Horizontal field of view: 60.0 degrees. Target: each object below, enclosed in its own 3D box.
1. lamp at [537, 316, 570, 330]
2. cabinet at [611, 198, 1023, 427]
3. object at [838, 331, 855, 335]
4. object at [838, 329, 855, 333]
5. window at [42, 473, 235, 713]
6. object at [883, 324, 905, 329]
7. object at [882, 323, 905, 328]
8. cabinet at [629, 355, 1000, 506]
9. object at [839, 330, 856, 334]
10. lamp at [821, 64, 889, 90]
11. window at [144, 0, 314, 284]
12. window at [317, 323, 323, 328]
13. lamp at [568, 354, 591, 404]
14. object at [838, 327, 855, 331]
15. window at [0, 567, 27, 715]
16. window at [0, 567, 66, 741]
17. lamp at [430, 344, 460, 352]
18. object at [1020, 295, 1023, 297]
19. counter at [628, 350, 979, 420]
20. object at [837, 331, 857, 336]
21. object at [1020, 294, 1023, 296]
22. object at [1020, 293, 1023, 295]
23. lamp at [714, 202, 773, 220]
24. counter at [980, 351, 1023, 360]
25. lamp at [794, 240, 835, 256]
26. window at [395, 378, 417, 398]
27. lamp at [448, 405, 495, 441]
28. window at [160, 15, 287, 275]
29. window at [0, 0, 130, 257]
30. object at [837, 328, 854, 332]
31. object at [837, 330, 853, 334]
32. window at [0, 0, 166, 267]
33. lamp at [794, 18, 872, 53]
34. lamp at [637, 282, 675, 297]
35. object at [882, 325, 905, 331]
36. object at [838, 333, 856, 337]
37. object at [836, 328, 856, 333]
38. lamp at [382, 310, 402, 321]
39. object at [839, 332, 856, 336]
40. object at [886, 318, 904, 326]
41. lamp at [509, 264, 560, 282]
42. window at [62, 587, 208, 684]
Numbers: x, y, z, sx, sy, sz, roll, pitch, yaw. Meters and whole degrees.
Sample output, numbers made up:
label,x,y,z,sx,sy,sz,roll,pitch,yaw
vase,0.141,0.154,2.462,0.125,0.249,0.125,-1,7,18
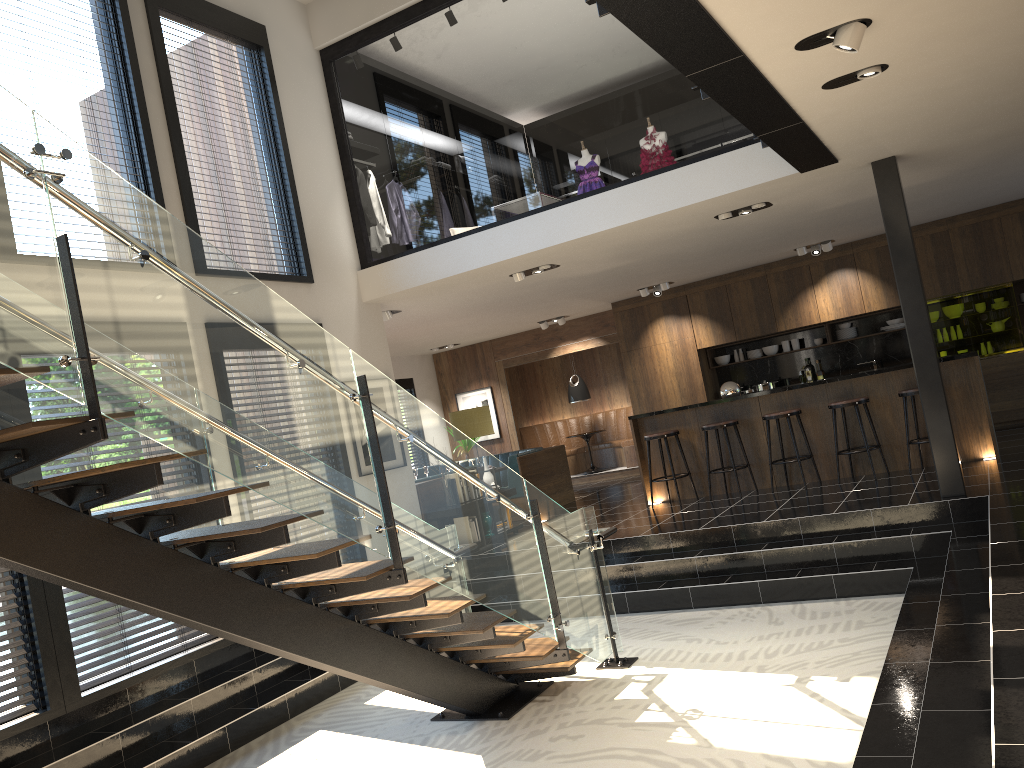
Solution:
label,x,y,z,sx,sy,sz,roll,pitch,yaw
lamp,0.652,-1.033,14.015,0.502,0.280,0.349,-12,-2,28
cabinet,4.916,-0.571,12.017,6.901,2.689,0.868,-12,-2,28
object,4.679,-0.703,12.399,0.269,0.024,0.269,-10,-3,-23
object,4.674,-0.730,12.400,0.269,0.024,0.269,-10,-3,-23
window,-2.780,0.808,6.237,0.358,2.474,1.497,-12,-2,28
object,5.231,-0.773,12.022,0.437,0.039,0.439,-10,-3,-26
object,5.228,-0.788,12.023,0.437,0.039,0.439,-10,-3,-26
cabinet,3.122,0.540,9.504,3.568,0.993,0.697,-12,-2,28
object,4.677,-0.714,12.400,0.269,0.024,0.269,-10,-3,-23
lamp,1.833,-1.707,4.774,0.347,0.158,0.195,-12,-2,28
window,-2.556,-2.080,7.767,0.358,2.474,1.392,-12,-2,28
window,-2.006,0.719,7.684,0.358,2.474,1.392,-12,-2,28
lamp,1.049,-0.182,14.881,0.389,0.973,0.390,-11,-2,-18
object,4.668,-0.756,12.401,0.269,0.024,0.269,-10,-3,-23
window,-3.541,0.903,4.962,0.005,2.296,1.312,-12,-2,28
window,-3.484,0.890,4.921,0.358,2.474,1.497,-12,-2,28
lamp,-1.139,-0.673,14.999,0.502,0.213,0.349,-12,-3,28
object,6.579,-1.125,11.263,0.221,0.033,0.220,-13,-3,38
counter,3.021,0.032,9.519,3.578,0.041,0.697,-12,-3,28
object,4.681,-0.694,12.399,0.269,0.024,0.269,-10,-3,-23
object,6.576,-1.137,11.263,0.221,0.033,0.220,-13,-3,38
object,6.574,-1.149,11.263,0.221,0.033,0.220,-13,-3,38
lamp,2.079,-1.616,8.007,0.502,0.194,0.349,-12,-3,28
counter,5.015,-0.095,12.006,4.597,0.005,0.862,-12,-3,28
lamp,3.853,-1.778,11.307,0.502,0.280,0.349,-12,-2,28
window,-1.972,1.092,14.653,0.313,2.372,1.504,-12,-2,28
lamp,-0.387,0.982,9.088,0.636,1.444,0.438,-10,-2,-36
window,-2.613,-2.067,7.807,0.005,2.296,1.220,-12,-2,28
window,-3.359,-1.981,6.412,0.005,2.296,1.220,-12,-2,28
object,4.670,-0.748,12.401,0.269,0.024,0.269,-10,-3,-23
object,4.675,-0.721,12.400,0.269,0.024,0.269,-10,-3,-23
window,-3.302,-1.994,6.372,0.358,2.474,1.392,-12,-2,28
lamp,1.477,-1.621,4.090,0.347,0.247,0.195,-12,-2,28
lamp,1.995,-1.362,12.331,0.502,0.294,0.349,-12,-2,28
object,5.233,-0.761,12.022,0.437,0.039,0.439,-10,-3,-26
object,4.684,-0.676,12.399,0.269,0.024,0.269,-10,-3,-23
object,4.672,-0.740,12.401,0.269,0.024,0.269,-10,-3,-23
lamp,-1.505,-0.799,9.983,0.502,0.248,0.349,-12,-2,28
object,4.682,-0.686,12.399,0.269,0.024,0.269,-10,-3,-23
object,5.218,-0.834,12.026,0.253,0.088,0.254,-9,-3,-36
lamp,0.223,-1.189,9.030,0.502,0.231,0.349,-12,-3,28
window,-2.837,0.821,6.278,0.005,2.296,1.312,-12,-2,28
